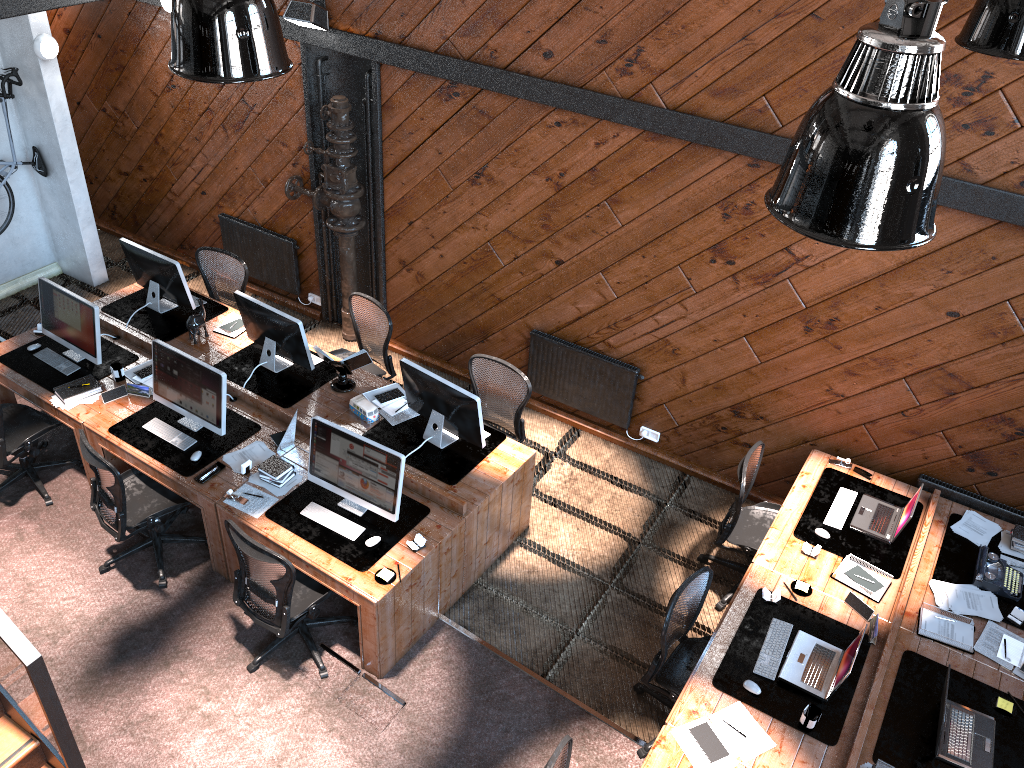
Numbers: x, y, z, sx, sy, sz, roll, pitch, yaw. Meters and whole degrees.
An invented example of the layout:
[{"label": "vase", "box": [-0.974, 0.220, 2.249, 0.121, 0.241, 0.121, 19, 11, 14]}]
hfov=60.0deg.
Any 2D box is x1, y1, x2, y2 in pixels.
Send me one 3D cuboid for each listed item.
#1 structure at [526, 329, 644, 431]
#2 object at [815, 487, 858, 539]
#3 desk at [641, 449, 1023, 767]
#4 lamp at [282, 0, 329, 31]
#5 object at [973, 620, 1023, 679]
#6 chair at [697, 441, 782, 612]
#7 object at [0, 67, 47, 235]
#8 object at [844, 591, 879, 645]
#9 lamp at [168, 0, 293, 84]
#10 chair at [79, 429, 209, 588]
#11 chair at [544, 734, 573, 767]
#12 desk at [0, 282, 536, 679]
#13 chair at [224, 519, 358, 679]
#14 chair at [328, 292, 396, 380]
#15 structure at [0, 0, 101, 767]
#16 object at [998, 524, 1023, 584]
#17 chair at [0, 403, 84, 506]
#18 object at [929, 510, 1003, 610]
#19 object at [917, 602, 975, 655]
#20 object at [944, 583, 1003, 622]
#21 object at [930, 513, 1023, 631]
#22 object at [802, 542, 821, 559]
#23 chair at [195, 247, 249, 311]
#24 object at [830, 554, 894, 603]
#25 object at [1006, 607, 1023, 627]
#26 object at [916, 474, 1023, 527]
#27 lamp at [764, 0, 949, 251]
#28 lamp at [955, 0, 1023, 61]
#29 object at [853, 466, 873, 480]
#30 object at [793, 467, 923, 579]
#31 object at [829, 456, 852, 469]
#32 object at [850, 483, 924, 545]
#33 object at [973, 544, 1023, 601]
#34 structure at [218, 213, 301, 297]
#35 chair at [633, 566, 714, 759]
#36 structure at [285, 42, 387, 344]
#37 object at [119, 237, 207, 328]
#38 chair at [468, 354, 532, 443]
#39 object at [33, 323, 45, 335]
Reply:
[{"label": "structure", "box": [0.596, -0.022, 7.518, 1.064, 0.628, 0.073, 22, 39, 23]}, {"label": "object", "box": [2.197, 0.871, 5.980, 0.139, 0.040, 0.577, 24, 40, 26]}, {"label": "desk", "box": [1.877, 2.011, 4.955, 1.748, 0.840, 4.117, 22, 39, 23]}, {"label": "lamp", "box": [-1.638, -2.975, 7.114, 0.328, 0.260, 0.262, 22, 39, 23]}, {"label": "object", "box": [2.926, 1.563, 5.095, 0.467, 0.017, 0.304, 32, 44, 33]}, {"label": "chair", "box": [1.777, 0.982, 6.174, 0.792, 1.085, 0.770, 9, 36, 7]}, {"label": "object", "box": [-4.824, -2.194, 8.083, 0.655, 1.846, 1.022, 7, 36, 4]}, {"label": "object", "box": [2.099, 1.372, 5.231, 0.129, 0.083, 0.347, -3, 36, -9]}, {"label": "lamp", "box": [-0.988, -2.164, 2.657, 0.445, 2.372, 0.445, -21, 42, -30]}, {"label": "chair", "box": [-2.551, 0.731, 6.087, 0.770, 1.085, 0.792, 21, 39, 23]}, {"label": "chair", "box": [0.364, 2.244, 4.265, 0.792, 1.085, 0.770, 3, 36, -2]}, {"label": "desk", "box": [-2.028, 0.392, 6.825, 4.117, 0.840, 1.748, 24, 40, 25]}, {"label": "chair", "box": [-1.398, 1.203, 5.542, 0.770, 1.085, 0.792, 15, 37, 15]}, {"label": "chair", "box": [-1.319, -0.146, 7.439, 0.770, 1.085, 0.792, 21, 39, 23]}, {"label": "structure", "box": [-4.842, 0.161, 4.723, 5.793, 4.603, 10.620, 22, 39, 23]}, {"label": "object", "box": [3.311, 1.097, 5.704, 0.319, 0.098, 0.478, 21, 39, 22]}, {"label": "chair", "box": [-3.744, 0.292, 6.580, 0.770, 1.085, 0.792, 9, 36, 7]}, {"label": "object", "box": [2.920, 1.130, 5.701, 0.356, 0.002, 1.058, 21, 39, 22]}, {"label": "object", "box": [2.562, 1.434, 5.216, 0.316, 0.060, 0.229, 18, 38, 18]}, {"label": "object", "box": [2.809, 1.330, 5.402, 0.315, 0.002, 0.246, 10, 36, 8]}, {"label": "object", "box": [3.087, 1.194, 5.647, 0.687, 0.008, 0.848, 22, 39, 23]}, {"label": "object", "box": [1.913, 1.056, 5.673, 0.106, 0.063, 0.082, 20, 39, 21]}, {"label": "chair", "box": [-2.661, -0.608, 7.949, 0.770, 1.085, 0.792, 9, 36, 7]}, {"label": "object", "box": [2.174, 1.197, 5.507, 0.316, 0.060, 0.229, 28, 42, 30]}, {"label": "object", "box": [3.020, 1.391, 5.303, 0.106, 0.063, 0.082, -25, 45, -34]}, {"label": "object", "box": [3.315, 1.083, 6.246, 1.064, 0.628, 0.073, 22, 39, 23]}, {"label": "lamp", "box": [0.989, -1.427, 1.738, 0.445, 2.372, 0.445, -4, 36, -11]}, {"label": "lamp", "box": [2.338, -2.508, 3.386, 0.445, 2.372, 0.445, 20, 39, 21]}, {"label": "object", "box": [2.508, 0.635, 6.339, 0.022, 0.042, 0.134, -27, 46, -36]}, {"label": "object", "box": [2.341, 0.911, 5.967, 0.687, 0.008, 0.848, 22, 39, 23]}, {"label": "object", "box": [2.383, 0.558, 6.417, 0.159, 0.064, 0.054, 17, 38, 18]}, {"label": "object", "box": [2.484, 0.806, 5.882, 0.323, 0.283, 0.390, 22, 39, 23]}, {"label": "object", "box": [3.046, 1.180, 5.541, 0.290, 0.116, 0.322, 21, 39, 22]}, {"label": "structure", "box": [-2.538, -1.297, 8.984, 1.064, 0.628, 0.073, 22, 39, 23]}, {"label": "chair", "box": [1.141, 1.649, 5.177, 0.792, 1.085, 0.770, 15, 37, 15]}, {"label": "structure", "box": [-1.577, -1.649, 8.108, 1.003, 2.745, 0.500, 26, 41, 28]}, {"label": "object", "box": [-2.952, -0.895, 7.490, 0.648, 0.576, 0.799, -5, 36, -12]}, {"label": "chair", "box": [-0.214, 0.391, 6.799, 0.770, 1.085, 0.792, 15, 37, 15]}, {"label": "object", "box": [-3.820, -0.444, 7.191, 0.082, 0.063, 0.106, 4, 35, 0]}]
